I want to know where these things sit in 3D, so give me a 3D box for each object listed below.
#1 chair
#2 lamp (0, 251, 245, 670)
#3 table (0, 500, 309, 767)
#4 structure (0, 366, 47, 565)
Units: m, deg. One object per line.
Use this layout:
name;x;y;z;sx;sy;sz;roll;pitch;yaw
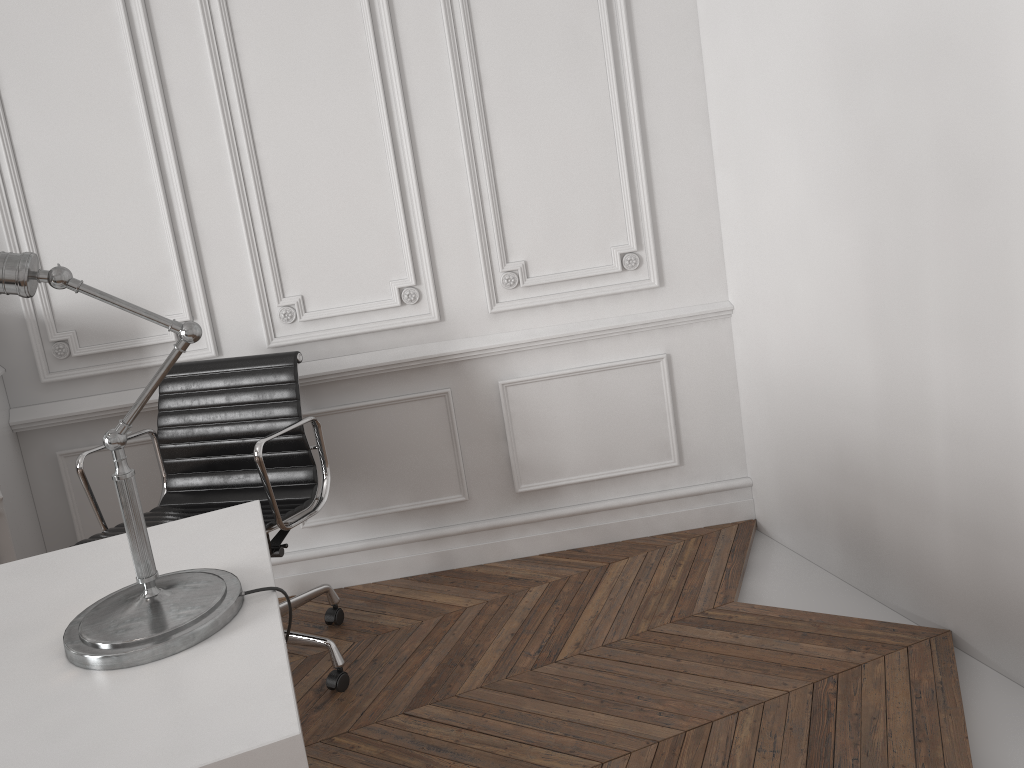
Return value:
chair;-0.860;0.439;2.521;0.692;0.911;0.678;-7;11;6
lamp;-0.699;0.065;1.331;0.490;0.690;0.271;-12;11;-17
table;-1.570;0.980;1.165;2.633;0.739;0.910;-13;13;-17
structure;-2.215;0.572;2.442;1.612;1.168;0.817;-13;12;-17
